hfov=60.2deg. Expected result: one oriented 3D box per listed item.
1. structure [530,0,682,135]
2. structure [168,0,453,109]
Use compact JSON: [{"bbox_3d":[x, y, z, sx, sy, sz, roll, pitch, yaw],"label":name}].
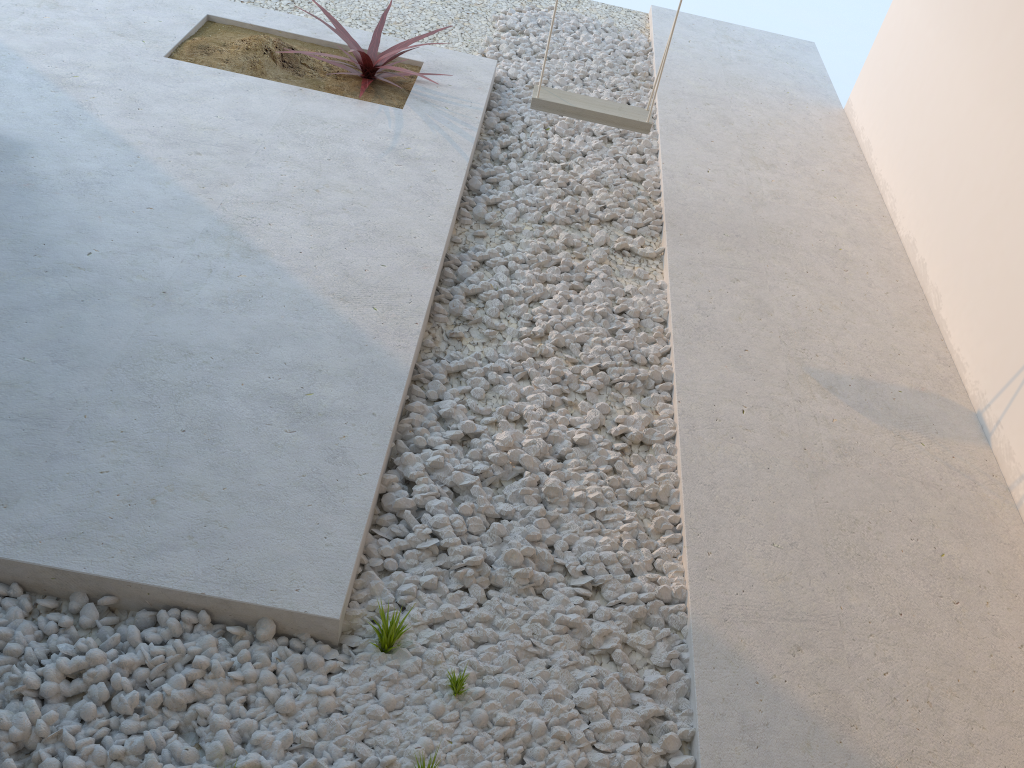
[{"bbox_3d":[0.462,-1.722,2.742,0.462,1.954,0.123,11,42,-3],"label":"structure"},{"bbox_3d":[-0.859,-1.489,3.905,1.204,0.306,0.712,11,42,-3],"label":"structure"}]
